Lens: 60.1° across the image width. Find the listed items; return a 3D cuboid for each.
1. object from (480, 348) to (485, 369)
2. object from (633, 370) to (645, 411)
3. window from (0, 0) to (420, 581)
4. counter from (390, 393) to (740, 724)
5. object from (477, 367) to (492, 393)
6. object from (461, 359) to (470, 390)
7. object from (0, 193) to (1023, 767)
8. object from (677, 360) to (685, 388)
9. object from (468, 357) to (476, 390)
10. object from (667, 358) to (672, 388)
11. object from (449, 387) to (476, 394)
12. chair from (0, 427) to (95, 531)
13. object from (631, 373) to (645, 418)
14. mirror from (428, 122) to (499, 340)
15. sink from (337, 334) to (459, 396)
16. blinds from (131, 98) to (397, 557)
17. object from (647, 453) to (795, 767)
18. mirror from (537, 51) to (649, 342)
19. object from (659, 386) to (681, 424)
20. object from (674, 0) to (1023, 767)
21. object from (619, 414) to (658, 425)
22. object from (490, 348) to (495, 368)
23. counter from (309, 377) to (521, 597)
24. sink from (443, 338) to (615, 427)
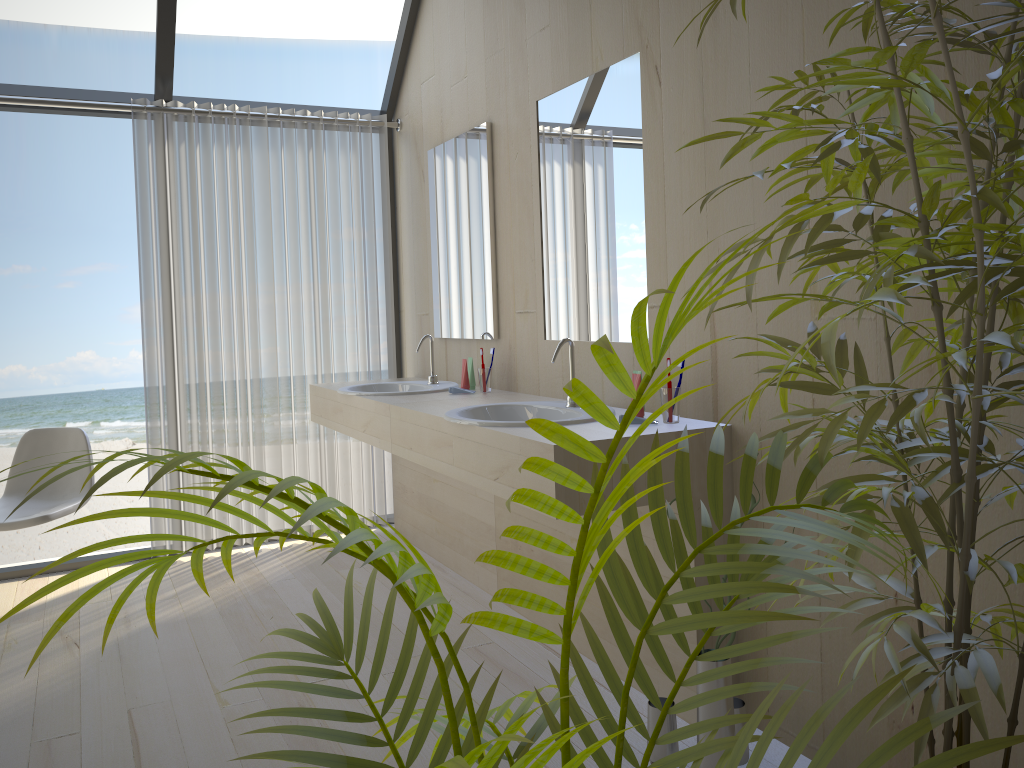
[{"bbox_3d":[-0.113,-0.053,3.445,0.012,0.178,0.050,-2,2,13],"label":"object"},{"bbox_3d":[0.365,0.029,2.564,0.039,0.134,0.039,-2,2,15],"label":"object"},{"bbox_3d":[-2.518,-0.506,3.352,4.566,2.809,0.745,-4,2,-26],"label":"window"},{"bbox_3d":[0.091,0.483,2.747,0.551,0.789,1.207,-3,4,-26],"label":"counter"},{"bbox_3d":[-0.105,-0.013,3.475,0.058,0.100,0.058,-3,2,-19],"label":"object"},{"bbox_3d":[-0.188,-0.032,3.533,0.039,0.134,0.039,-1,2,22],"label":"object"},{"bbox_3d":[-0.028,0.447,0.776,0.916,1.155,0.753,-2,2,7],"label":"object"},{"bbox_3d":[0.443,0.017,2.392,0.054,0.175,0.012,-2,1,-1],"label":"object"},{"bbox_3d":[-0.169,-0.042,3.645,0.039,0.134,0.039,-1,2,22],"label":"object"},{"bbox_3d":[0.421,0.019,2.363,0.012,0.178,0.050,-2,2,13],"label":"object"},{"bbox_3d":[-0.196,0.024,3.454,0.104,0.029,0.033,-1,3,14],"label":"object"},{"bbox_3d":[-1.895,0.370,3.489,0.369,0.347,0.455,-2,3,2],"label":"chair"},{"bbox_3d":[0.347,0.039,2.451,0.039,0.134,0.039,-2,2,15],"label":"object"},{"bbox_3d":[-0.223,-0.631,3.837,0.023,0.867,0.654,-3,3,-26],"label":"mirror"},{"bbox_3d":[-0.485,0.004,3.767,0.504,0.418,0.574,-3,4,-23],"label":"sink"},{"bbox_3d":[-1.142,-0.286,4.248,1.184,2.067,0.084,-3,2,-26],"label":"blinds"},{"bbox_3d":[0.522,0.536,2.137,0.407,0.748,0.274,-4,2,-38],"label":"object"},{"bbox_3d":[0.261,-0.572,2.920,0.023,0.867,0.654,-3,3,-26],"label":"mirror"},{"bbox_3d":[0.429,0.058,2.393,0.058,0.100,0.058,-3,2,-16],"label":"object"},{"bbox_3d":[0.614,0.107,1.137,0.787,1.754,0.937,-2,2,-1],"label":"object"},{"bbox_3d":[0.339,0.095,2.373,0.104,0.029,0.033,-1,3,14],"label":"object"},{"bbox_3d":[-0.091,-0.054,3.474,0.054,0.175,0.012,-2,1,-1],"label":"object"},{"bbox_3d":[-0.443,0.412,3.828,0.551,0.789,1.207,-3,4,-26],"label":"counter"},{"bbox_3d":[0.049,0.075,2.686,0.504,0.418,0.574,-3,4,-23],"label":"sink"}]
